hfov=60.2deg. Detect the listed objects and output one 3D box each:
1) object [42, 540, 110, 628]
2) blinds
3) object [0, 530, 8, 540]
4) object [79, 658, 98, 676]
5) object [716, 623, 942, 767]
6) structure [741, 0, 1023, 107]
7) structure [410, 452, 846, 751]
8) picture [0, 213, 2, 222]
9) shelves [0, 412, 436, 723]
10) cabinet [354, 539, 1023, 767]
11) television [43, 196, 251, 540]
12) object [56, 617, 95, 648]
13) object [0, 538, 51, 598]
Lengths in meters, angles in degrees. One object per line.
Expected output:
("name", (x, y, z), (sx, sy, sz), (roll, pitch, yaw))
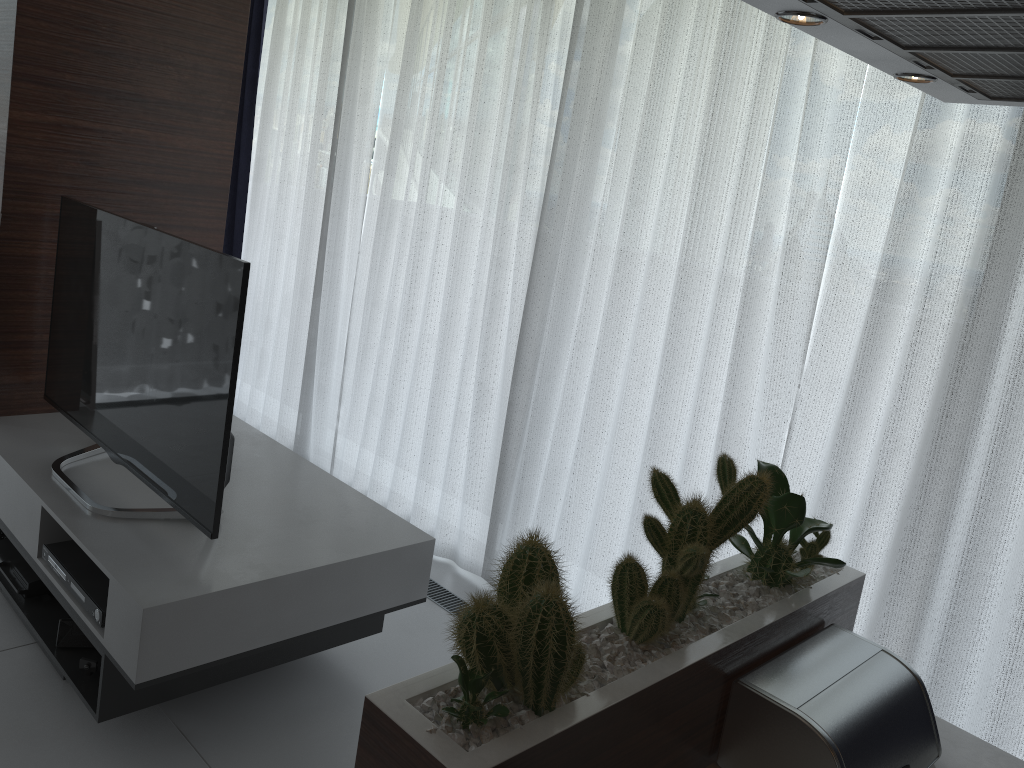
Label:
("object", (-1.044, 0.519, 2.436), (0.336, 0.052, 0.436), (-4, 19, -45))
("blinds", (-2.294, -0.366, 0.873), (7.137, 2.734, 5.888), (-2, 17, -42))
("object", (-1.696, 0.512, 2.932), (0.070, 0.036, 0.114), (1, 15, -33))
("object", (-1.111, 0.746, 2.327), (0.043, 0.043, 0.044), (-2, 15, -46))
("object", (0.518, 0.533, 1.390), (0.225, 0.143, 0.344), (20, 16, 42))
("structure", (0.494, -0.691, 0.734), (0.452, 0.749, 1.045), (18, 14, 42))
("structure", (0.262, 0.245, 1.343), (1.001, 0.282, 0.226), (-3, 16, -43))
("picture", (-1.924, -0.289, 3.100), (0.507, 0.691, 0.053), (19, 12, 43))
("shelves", (-1.392, 0.403, 3.144), (0.874, 0.492, 2.383), (-3, 18, -45))
("cabinet", (-0.297, 0.202, 0.313), (0.796, 2.516, 3.338), (17, 14, 42))
("television", (-1.110, -0.080, 2.591), (0.298, 0.775, 1.248), (0, 15, -46))
("object", (-1.216, 0.669, 2.512), (0.116, 0.078, 0.187), (6, 13, -17))
("object", (-1.455, 0.562, 2.817), (0.314, 0.066, 0.318), (-4, 19, -45))
